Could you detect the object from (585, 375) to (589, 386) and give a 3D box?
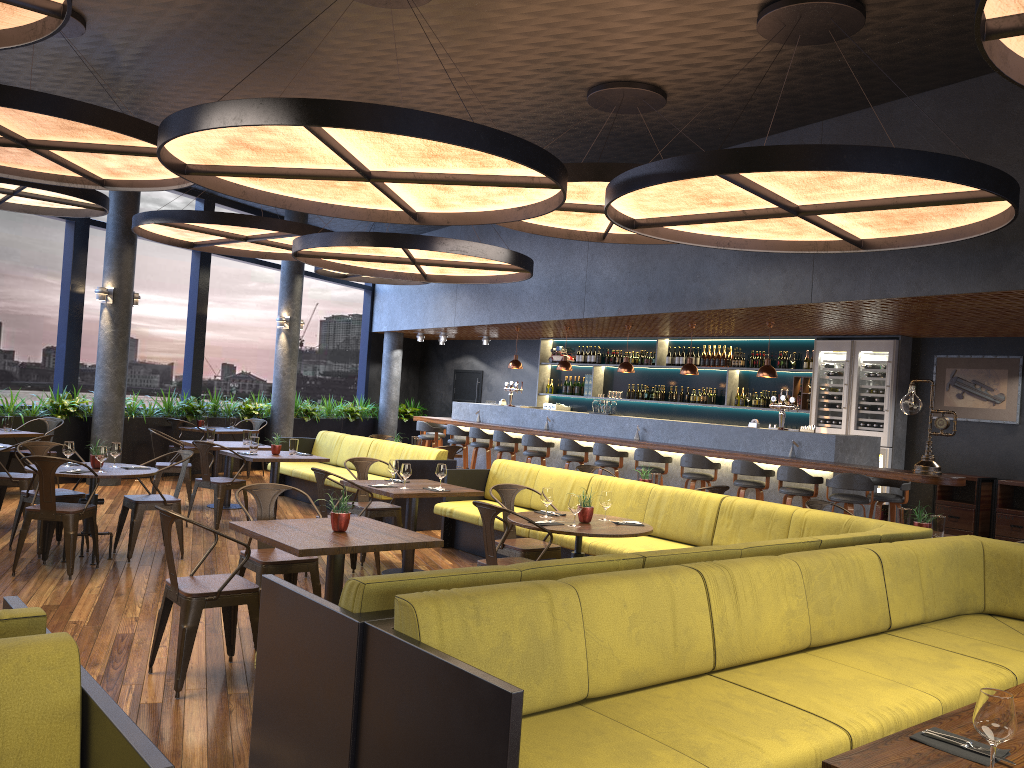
[{"bbox_3d":[1.366,-0.068,15.854,0.080,0.192,0.098,4,-1,-39],"label":"object"}]

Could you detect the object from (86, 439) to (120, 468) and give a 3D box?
[{"bbox_3d":[-3.429,0.562,7.356,0.260,0.271,0.238,4,-1,-1],"label":"object"}]

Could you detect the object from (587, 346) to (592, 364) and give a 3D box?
[{"bbox_3d":[1.396,-0.513,15.811,0.085,0.310,0.086,4,-1,-20],"label":"object"}]

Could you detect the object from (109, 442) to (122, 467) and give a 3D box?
[{"bbox_3d":[-3.379,0.603,7.553,0.097,0.206,0.097,4,-1,22],"label":"object"}]

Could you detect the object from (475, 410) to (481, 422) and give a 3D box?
[{"bbox_3d":[-0.567,0.534,14.860,0.114,0.203,0.069,4,-1,8],"label":"object"}]

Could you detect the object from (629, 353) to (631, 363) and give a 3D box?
[{"bbox_3d":[2.010,-0.430,15.184,0.068,0.217,0.068,4,-1,-19],"label":"object"}]

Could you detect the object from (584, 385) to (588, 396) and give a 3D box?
[{"bbox_3d":[1.352,0.124,15.851,0.080,0.192,0.098,4,-1,-39],"label":"object"}]

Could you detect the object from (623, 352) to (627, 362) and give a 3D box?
[{"bbox_3d":[1.933,-0.436,15.132,0.068,0.217,0.068,3,-1,40],"label":"object"}]

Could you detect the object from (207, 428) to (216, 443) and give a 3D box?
[{"bbox_3d":[-3.669,0.629,10.798,0.102,0.178,0.102,4,-1,26],"label":"object"}]

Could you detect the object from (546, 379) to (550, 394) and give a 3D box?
[{"bbox_3d":[0.683,0.044,16.744,0.079,0.281,0.079,4,-1,-21],"label":"object"}]

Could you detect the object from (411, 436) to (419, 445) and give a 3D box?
[{"bbox_3d":[-1.316,0.803,11.999,0.102,0.178,0.102,4,-1,-4],"label":"object"}]

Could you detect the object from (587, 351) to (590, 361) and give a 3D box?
[{"bbox_3d":[1.400,-0.512,15.945,0.085,0.310,0.086,4,-1,-12],"label":"object"}]

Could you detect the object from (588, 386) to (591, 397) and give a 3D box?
[{"bbox_3d":[1.415,0.127,15.773,0.080,0.192,0.098,4,-1,-39],"label":"object"}]

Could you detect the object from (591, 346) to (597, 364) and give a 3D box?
[{"bbox_3d":[1.460,-0.510,15.730,0.085,0.310,0.086,4,-1,-6],"label":"object"}]

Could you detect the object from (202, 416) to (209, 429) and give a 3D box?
[{"bbox_3d":[-4.685,0.588,13.531,0.102,0.178,0.102,4,-1,33],"label":"object"}]

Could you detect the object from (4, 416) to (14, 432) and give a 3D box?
[{"bbox_3d":[-5.917,0.470,10.416,0.102,0.178,0.102,3,-1,43],"label":"object"}]

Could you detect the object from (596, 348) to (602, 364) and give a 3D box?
[{"bbox_3d":[1.536,-0.488,15.643,0.083,0.301,0.083,4,-1,-32],"label":"object"}]

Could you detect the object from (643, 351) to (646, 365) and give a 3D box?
[{"bbox_3d":[2.241,-0.435,14.949,0.063,0.254,0.063,4,-1,-12],"label":"object"}]

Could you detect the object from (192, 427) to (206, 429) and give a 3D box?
[{"bbox_3d":[-4.716,0.664,13.366,0.255,0.019,0.157,4,-1,26],"label":"object"}]

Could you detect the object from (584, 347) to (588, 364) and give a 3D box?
[{"bbox_3d":[1.340,-0.515,16.021,0.085,0.310,0.086,4,-1,-28],"label":"object"}]

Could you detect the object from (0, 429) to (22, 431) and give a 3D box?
[{"bbox_3d":[-5.966,0.548,10.584,0.255,0.019,0.157,4,-1,26],"label":"object"}]

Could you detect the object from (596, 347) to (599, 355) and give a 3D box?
[{"bbox_3d":[1.533,-0.504,15.791,0.085,0.310,0.086,4,-1,1],"label":"object"}]

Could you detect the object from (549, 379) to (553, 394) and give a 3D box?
[{"bbox_3d":[0.743,0.047,16.676,0.079,0.281,0.079,4,-1,-36],"label":"object"}]

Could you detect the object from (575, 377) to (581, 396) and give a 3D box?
[{"bbox_3d":[1.197,0.040,16.032,0.094,0.340,0.094,4,-1,0],"label":"object"}]

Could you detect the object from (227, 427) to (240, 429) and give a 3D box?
[{"bbox_3d":[-4.387,0.693,13.943,0.255,0.019,0.157,4,-1,26],"label":"object"}]

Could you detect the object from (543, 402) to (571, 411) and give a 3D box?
[{"bbox_3d":[0.746,0.624,16.335,0.550,0.569,0.355,4,-1,-39],"label":"object"}]

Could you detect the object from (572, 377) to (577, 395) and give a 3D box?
[{"bbox_3d":[1.152,0.039,16.233,0.094,0.340,0.094,4,-1,-17],"label":"object"}]

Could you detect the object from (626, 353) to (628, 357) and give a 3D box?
[{"bbox_3d":[1.979,-0.432,15.265,0.068,0.217,0.068,4,-1,-34],"label":"object"}]

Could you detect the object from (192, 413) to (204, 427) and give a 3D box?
[{"bbox_3d":[-4.850,0.533,13.792,0.260,0.271,0.238,4,-1,-38],"label":"object"}]

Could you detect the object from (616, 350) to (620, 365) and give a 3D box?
[{"bbox_3d":[1.827,-0.460,15.285,0.063,0.254,0.063,4,-1,-22],"label":"object"}]

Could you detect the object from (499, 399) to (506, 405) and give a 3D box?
[{"bbox_3d":[0.028,0.337,16.193,0.766,0.106,0.200,4,-1,-39],"label":"object"}]

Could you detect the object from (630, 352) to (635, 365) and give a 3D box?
[{"bbox_3d":[2.046,-0.433,15.039,0.088,0.224,0.088,5,-1,-45],"label":"object"}]

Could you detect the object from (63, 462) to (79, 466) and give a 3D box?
[{"bbox_3d":[-3.718,0.673,7.516,0.255,0.019,0.157,4,-1,29],"label":"object"}]

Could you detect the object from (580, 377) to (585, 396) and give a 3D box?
[{"bbox_3d":[1.291,0.047,16.080,0.094,0.340,0.094,4,-1,-17],"label":"object"}]

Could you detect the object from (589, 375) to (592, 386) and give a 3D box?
[{"bbox_3d":[1.428,-0.065,15.775,0.080,0.192,0.098,4,-1,-39],"label":"object"}]

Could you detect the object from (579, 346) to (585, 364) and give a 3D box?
[{"bbox_3d":[1.264,-0.521,15.965,0.085,0.310,0.086,4,-1,-12],"label":"object"}]

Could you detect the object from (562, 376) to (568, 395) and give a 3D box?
[{"bbox_3d":[0.982,0.028,16.256,0.094,0.340,0.094,4,-1,-17],"label":"object"}]

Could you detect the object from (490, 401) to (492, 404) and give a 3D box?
[{"bbox_3d":[-0.371,0.329,15.789,0.042,0.059,0.042,4,-1,-42],"label":"object"}]

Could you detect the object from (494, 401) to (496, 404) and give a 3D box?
[{"bbox_3d":[-0.304,0.334,15.863,0.042,0.059,0.042,4,-1,-42],"label":"object"}]

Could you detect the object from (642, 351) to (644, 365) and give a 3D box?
[{"bbox_3d":[2.206,-0.436,15.030,0.063,0.254,0.063,4,-1,-32],"label":"object"}]

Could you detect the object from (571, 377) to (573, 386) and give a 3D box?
[{"bbox_3d":[1.076,0.034,16.303,0.094,0.340,0.094,4,-1,-33],"label":"object"}]

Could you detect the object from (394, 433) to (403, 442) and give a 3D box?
[{"bbox_3d":[-1.504,0.739,11.582,0.238,0.271,0.260,4,-1,-34],"label":"object"}]

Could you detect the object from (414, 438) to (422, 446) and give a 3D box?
[{"bbox_3d":[-1.232,0.805,11.583,0.102,0.178,0.102,3,-1,36],"label":"object"}]

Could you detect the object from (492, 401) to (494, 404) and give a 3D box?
[{"bbox_3d":[-0.343,0.331,15.832,0.042,0.059,0.042,4,-1,-42],"label":"object"}]

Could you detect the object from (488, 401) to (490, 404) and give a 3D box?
[{"bbox_3d":[-0.412,0.326,15.767,0.042,0.059,0.042,4,-1,-42],"label":"object"}]

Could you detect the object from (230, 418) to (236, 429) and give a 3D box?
[{"bbox_3d":[-4.339,0.614,13.775,0.102,0.178,0.102,3,-1,43],"label":"object"}]

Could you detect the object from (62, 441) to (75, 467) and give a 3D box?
[{"bbox_3d":[-3.675,0.580,7.347,0.097,0.206,0.097,4,-1,2],"label":"object"}]

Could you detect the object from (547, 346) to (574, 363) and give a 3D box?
[{"bbox_3d":[0.914,-0.543,16.503,0.229,0.319,0.579,4,-1,-39],"label":"object"}]

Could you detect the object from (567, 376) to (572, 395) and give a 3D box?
[{"bbox_3d":[1.055,0.032,16.188,0.094,0.340,0.094,4,-1,-25],"label":"object"}]

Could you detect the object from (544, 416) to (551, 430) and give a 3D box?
[{"bbox_3d":[0.543,0.596,13.526,0.114,0.203,0.069,4,-1,11],"label":"object"}]

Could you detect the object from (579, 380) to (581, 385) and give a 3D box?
[{"bbox_3d":[1.215,0.042,16.158,0.094,0.340,0.094,4,-1,-30],"label":"object"}]

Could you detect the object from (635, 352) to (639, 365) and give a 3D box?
[{"bbox_3d":[2.133,-0.426,15.100,0.088,0.224,0.088,5,-1,-45],"label":"object"}]

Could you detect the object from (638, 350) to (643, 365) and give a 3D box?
[{"bbox_3d":[2.165,-0.441,14.902,0.063,0.254,0.063,4,-1,8],"label":"object"}]

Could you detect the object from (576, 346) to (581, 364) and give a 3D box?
[{"bbox_3d":[1.208,-0.524,16.038,0.085,0.310,0.086,4,-1,-6],"label":"object"}]

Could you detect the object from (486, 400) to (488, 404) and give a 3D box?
[{"bbox_3d":[-0.449,0.323,15.738,0.042,0.059,0.042,4,-1,-42],"label":"object"}]
